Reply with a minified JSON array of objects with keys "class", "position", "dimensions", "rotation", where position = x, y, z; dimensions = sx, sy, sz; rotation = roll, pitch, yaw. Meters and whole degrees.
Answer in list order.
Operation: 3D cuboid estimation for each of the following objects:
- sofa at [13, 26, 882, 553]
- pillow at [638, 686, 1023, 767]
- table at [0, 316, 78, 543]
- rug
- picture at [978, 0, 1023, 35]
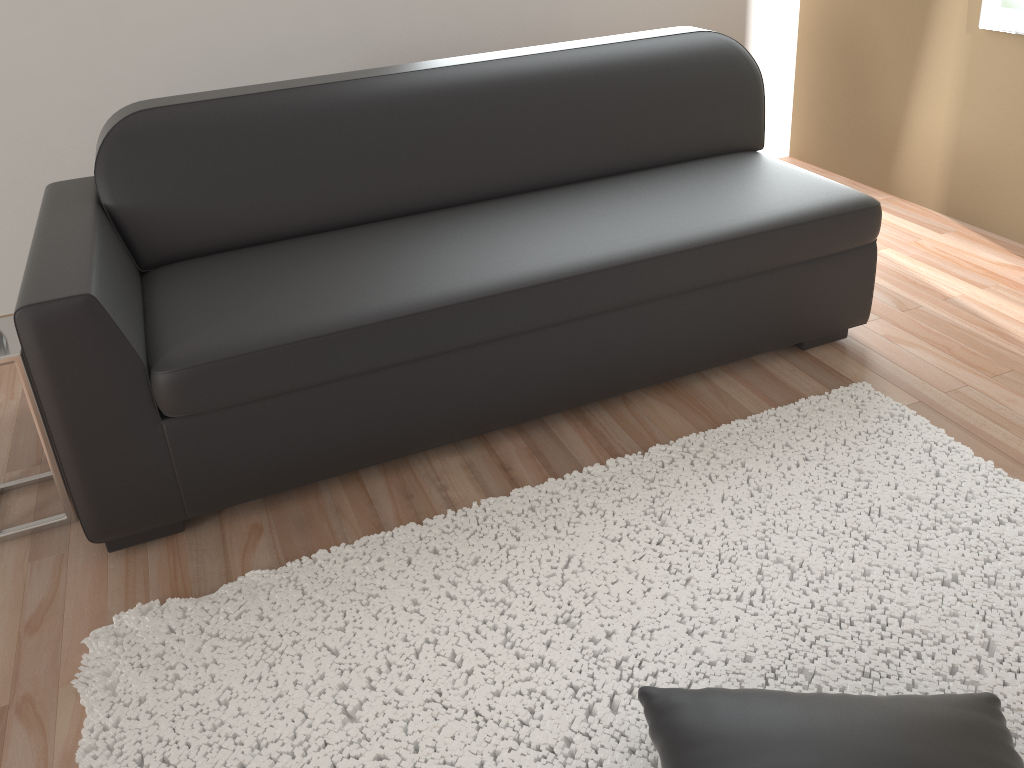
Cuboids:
[{"class":"sofa","position":[-0.096,-0.439,2.548],"dimensions":[2.278,0.796,0.991],"rotation":[-15,30,-19]},{"class":"pillow","position":[0.482,0.658,1.171],"dimensions":[0.581,0.200,0.640],"rotation":[-2,30,4]},{"class":"table","position":[-1.220,0.109,2.095],"dimensions":[0.240,0.447,0.236],"rotation":[-14,28,-18]},{"class":"rug","position":[0.311,0.579,1.516],"dimensions":[2.042,0.043,1.510],"rotation":[-15,32,-18]},{"class":"picture","position":[1.829,-1.460,2.701],"dimensions":[0.019,0.777,0.850],"rotation":[-13,29,-18]}]
